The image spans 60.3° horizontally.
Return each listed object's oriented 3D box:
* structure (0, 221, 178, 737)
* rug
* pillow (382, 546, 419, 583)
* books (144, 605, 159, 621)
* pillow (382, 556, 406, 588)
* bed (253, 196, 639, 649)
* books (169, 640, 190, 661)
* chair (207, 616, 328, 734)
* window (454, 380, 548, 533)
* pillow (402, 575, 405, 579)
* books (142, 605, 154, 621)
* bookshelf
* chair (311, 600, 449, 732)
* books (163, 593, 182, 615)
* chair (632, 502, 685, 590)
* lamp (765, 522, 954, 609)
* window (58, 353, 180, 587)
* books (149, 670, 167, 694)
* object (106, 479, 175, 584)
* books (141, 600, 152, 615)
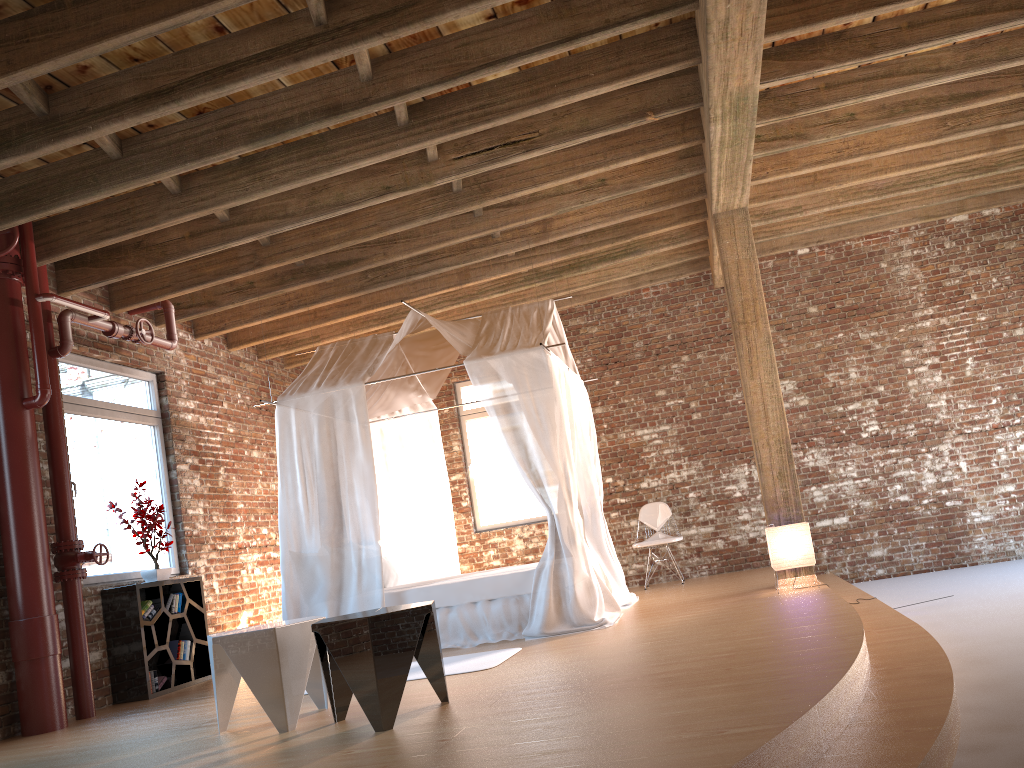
[{"bbox_3d":[-2.974,0.588,6.390,0.580,3.435,2.006,-10,-6,11],"label":"structure"},{"bbox_3d":[-0.704,1.834,5.628,1.440,0.007,0.866,-11,-10,11],"label":"rug"},{"bbox_3d":[-1.114,1.711,8.258,0.294,0.428,0.632,-11,-9,12],"label":"pillow"},{"bbox_3d":[-2.771,1.744,6.672,0.134,0.113,0.158,-11,-9,11],"label":"books"},{"bbox_3d":[-1.093,1.613,7.565,0.214,0.288,0.390,-12,-9,20],"label":"pillow"},{"bbox_3d":[-0.626,0.232,7.642,2.681,3.850,2.507,-10,-7,11],"label":"bed"},{"bbox_3d":[-2.645,2.113,6.964,0.134,0.179,0.204,-10,-8,11],"label":"books"},{"bbox_3d":[-1.196,1.453,4.401,0.544,0.486,0.613,-5,-9,-25],"label":"chair"},{"bbox_3d":[0.052,0.749,10.310,1.321,1.834,0.172,-10,-5,10],"label":"window"},{"bbox_3d":[-1.067,1.676,7.805,0.163,0.232,0.290,-10,-8,10],"label":"pillow"},{"bbox_3d":[-2.786,1.724,6.617,0.134,0.108,0.155,-11,-9,11],"label":"books"},{"bbox_3d":[-2.753,1.976,6.904,0.294,0.838,0.860,-10,-8,12],"label":"bookshelf"},{"bbox_3d":[-0.594,1.292,4.056,0.629,0.486,0.530,-3,-10,-35],"label":"chair"},{"bbox_3d":[-2.714,1.738,6.945,0.134,0.164,0.245,-11,-9,11],"label":"books"},{"bbox_3d":[1.573,1.712,9.476,0.540,0.889,0.576,-10,-7,11],"label":"chair"},{"bbox_3d":[2.702,1.372,6.810,1.395,0.774,0.360,-10,-6,3],"label":"lamp"},{"bbox_3d":[-3.188,0.694,7.106,0.168,1.833,1.351,-10,-7,12],"label":"window"},{"bbox_3d":[-2.700,2.230,6.608,0.134,0.158,0.251,-11,-9,11],"label":"books"},{"bbox_3d":[-2.883,1.143,6.910,0.399,0.833,0.416,-10,-6,7],"label":"object"},{"bbox_3d":[-2.794,1.687,6.607,0.134,0.108,0.155,-11,-9,11],"label":"books"}]
